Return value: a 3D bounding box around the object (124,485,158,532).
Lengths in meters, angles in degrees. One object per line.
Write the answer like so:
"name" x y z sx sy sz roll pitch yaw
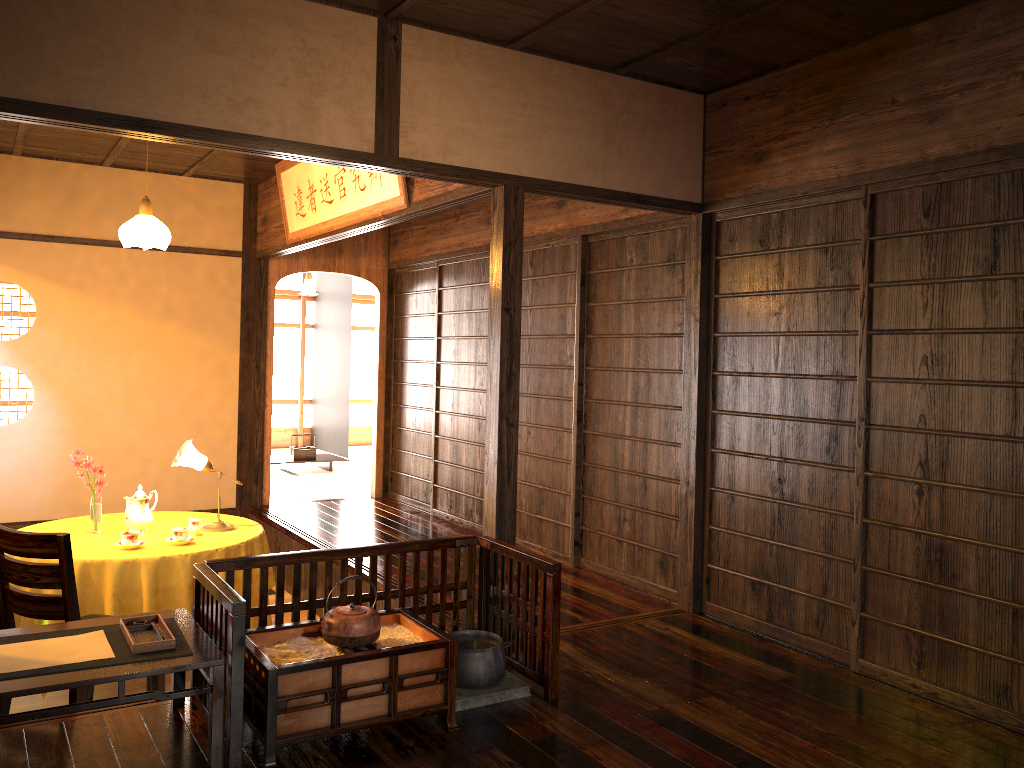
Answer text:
"object" -2.041 0.678 4.873 0.163 0.252 0.154 1 0 -19

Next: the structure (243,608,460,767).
"structure" -0.572 1.000 3.001 0.666 0.300 0.453 1 1 -32

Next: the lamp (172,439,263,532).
"lamp" -1.643 0.904 4.968 0.511 1.203 0.198 1 0 -31

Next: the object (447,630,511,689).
"object" -0.155 1.037 3.344 0.267 0.147 0.267 2 1 25

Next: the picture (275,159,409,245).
"picture" -1.117 -1.246 5.493 0.117 0.565 2.045 1 1 -32

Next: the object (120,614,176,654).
"object" -1.155 0.788 2.805 0.121 0.028 0.295 0 2 -31

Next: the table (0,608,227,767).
"table" -1.384 0.972 2.665 0.880 0.336 0.600 1 2 -32

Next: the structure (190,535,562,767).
"structure" -0.488 0.896 3.221 1.197 0.499 0.598 1 1 -32

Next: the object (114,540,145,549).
"object" -1.912 0.808 4.437 0.144 0.024 0.144 2 2 18

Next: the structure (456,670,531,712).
"structure" -0.154 1.131 3.344 0.330 0.040 0.330 0 2 -32

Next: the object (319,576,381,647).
"object" -0.544 0.762 3.015 0.198 0.216 0.198 2 1 7

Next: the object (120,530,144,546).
"object" -1.907 0.776 4.438 0.099 0.076 0.090 1 1 -7

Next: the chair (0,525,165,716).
"chair" -1.865 1.057 3.790 0.491 0.960 0.577 2 0 23

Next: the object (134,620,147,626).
"object" -1.206 0.783 2.876 0.040 0.021 0.040 2 1 21

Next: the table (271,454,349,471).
"table" -2.420 0.855 9.467 1.200 0.118 0.600 0 2 -32

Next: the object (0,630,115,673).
"object" -1.425 0.782 2.621 0.430 0.038 0.275 0 2 -31

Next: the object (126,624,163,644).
"object" -1.146 0.788 2.763 0.082 0.019 0.200 0 2 -31

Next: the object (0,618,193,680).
"object" -1.388 0.802 2.660 0.760 0.003 0.405 1 2 -29

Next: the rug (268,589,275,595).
"rug" -3.129 1.442 5.812 2.954 0.005 0.902 0 2 -32

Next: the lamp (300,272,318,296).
"lamp" -2.189 -1.357 9.587 0.196 0.798 0.225 1 0 -24

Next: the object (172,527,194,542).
"object" -1.702 0.777 4.561 0.099 0.076 0.090 2 1 43

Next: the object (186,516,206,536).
"object" -1.713 0.766 4.792 0.078 0.098 0.083 2 1 28

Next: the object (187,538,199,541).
"object" -1.660 0.802 4.540 0.126 0.019 0.029 1 1 -28

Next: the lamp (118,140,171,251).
"lamp" -1.995 -1.142 4.839 0.249 0.810 0.277 1 0 -10

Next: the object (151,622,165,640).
"object" -1.133 0.790 2.833 0.012 0.012 0.180 1 2 -32

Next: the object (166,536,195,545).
"object" -1.706 0.809 4.564 0.144 0.024 0.144 2 2 18

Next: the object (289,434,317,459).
"object" -2.255 0.668 9.566 0.260 0.258 0.150 1 1 -32

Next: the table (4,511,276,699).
"table" -2.041 1.152 4.824 1.444 0.695 1.444 1 2 -31
